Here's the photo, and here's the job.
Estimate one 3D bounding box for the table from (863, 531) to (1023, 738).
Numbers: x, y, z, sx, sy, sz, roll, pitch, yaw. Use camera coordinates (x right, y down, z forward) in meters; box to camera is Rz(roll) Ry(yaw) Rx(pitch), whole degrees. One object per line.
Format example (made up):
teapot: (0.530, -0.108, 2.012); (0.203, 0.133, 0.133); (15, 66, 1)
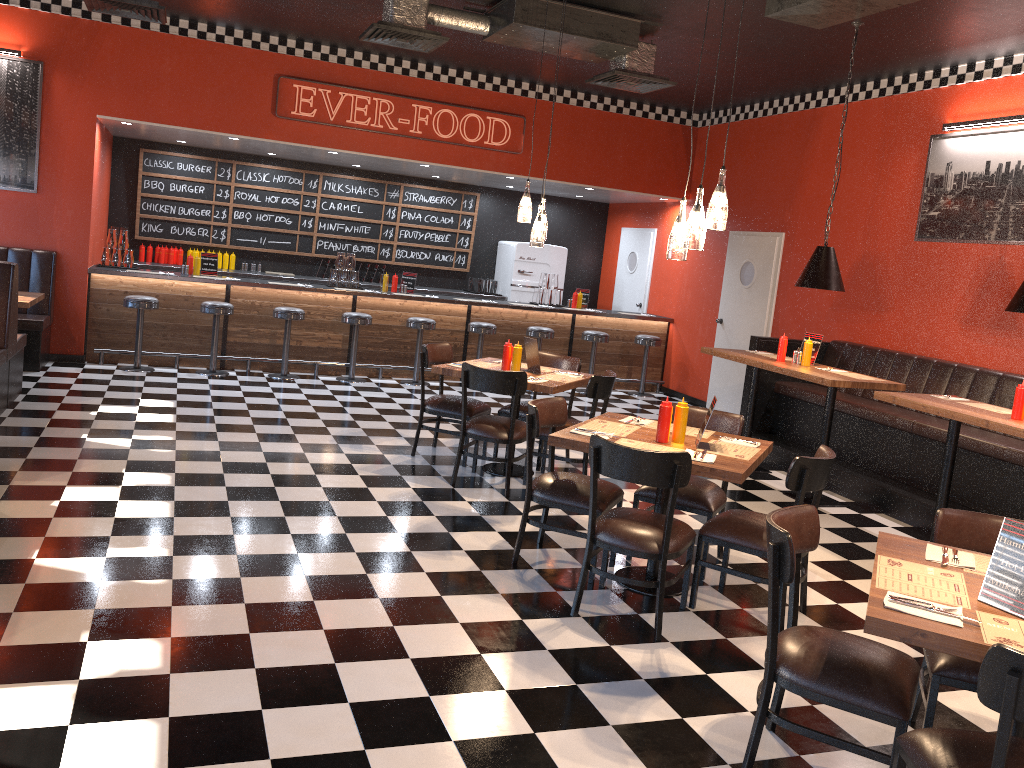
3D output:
table: (1.567, 1.052, 2.727); (0.962, 0.770, 0.959); (10, 8, 24)

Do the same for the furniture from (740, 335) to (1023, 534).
furniture: (4.217, 0.879, 4.549); (1.103, 1.143, 8.813); (4, 9, -21)

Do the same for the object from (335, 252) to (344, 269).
object: (-2.071, -1.483, 10.661); (0.105, 0.208, 0.105); (9, 7, 24)

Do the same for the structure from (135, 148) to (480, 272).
structure: (-2.670, -2.315, 12.129); (4.538, 1.141, 0.201); (3, 7, -21)

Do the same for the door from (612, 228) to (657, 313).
door: (1.692, -1.178, 12.887); (0.161, 2.169, 1.032); (4, 7, -21)

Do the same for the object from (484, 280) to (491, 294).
object: (-0.355, -1.385, 12.674); (0.105, 0.208, 0.105); (9, 7, 24)

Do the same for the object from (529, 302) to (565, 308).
object: (0.462, -1.042, 11.633); (0.436, 0.018, 0.274); (3, 9, -21)

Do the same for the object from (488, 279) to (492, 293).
object: (-0.322, -1.428, 12.982); (0.105, 0.208, 0.105); (9, 7, 24)

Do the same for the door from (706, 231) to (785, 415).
door: (2.665, -0.677, 10.280); (0.161, 2.169, 1.032); (4, 7, -21)

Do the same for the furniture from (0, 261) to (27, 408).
furniture: (-4.820, -0.480, 6.951); (1.707, 1.149, 0.710); (3, 7, -21)

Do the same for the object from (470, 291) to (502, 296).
object: (-0.370, -1.296, 12.710); (0.436, 0.018, 0.274); (3, 9, -21)

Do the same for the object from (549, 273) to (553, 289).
object: (0.513, -1.350, 11.662); (0.105, 0.208, 0.105); (9, 7, 24)

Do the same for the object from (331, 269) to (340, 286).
object: (-2.105, -1.263, 10.581); (0.105, 0.208, 0.105); (9, 7, 24)

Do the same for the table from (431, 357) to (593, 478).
table: (0.007, 0.282, 6.695); (0.959, 0.770, 0.962); (10, 8, 24)

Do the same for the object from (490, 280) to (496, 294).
object: (-0.264, -1.390, 12.775); (0.105, 0.208, 0.105); (9, 7, 24)

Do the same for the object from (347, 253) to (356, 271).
object: (-1.921, -1.459, 10.609); (0.105, 0.208, 0.105); (9, 7, 24)

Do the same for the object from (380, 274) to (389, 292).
object: (-1.538, -1.209, 10.647); (0.105, 0.208, 0.105); (9, 7, 24)

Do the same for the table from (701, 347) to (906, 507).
table: (2.243, 0.328, 7.261); (0.695, 0.995, 1.702); (4, 8, -21)

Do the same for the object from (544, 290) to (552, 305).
object: (0.479, -1.127, 11.562); (0.105, 0.208, 0.105); (9, 7, 24)

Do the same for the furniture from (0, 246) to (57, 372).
furniture: (-5.407, -0.782, 8.522); (1.707, 1.149, 0.710); (3, 7, -21)

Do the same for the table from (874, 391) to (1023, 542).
table: (2.978, 0.706, 5.294); (0.695, 0.995, 1.702); (4, 8, -21)

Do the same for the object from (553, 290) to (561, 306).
object: (0.595, -1.120, 11.598); (0.105, 0.208, 0.105); (9, 7, 24)

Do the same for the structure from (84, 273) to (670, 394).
structure: (-1.208, -0.479, 10.568); (7.033, 1.035, 0.217); (3, 7, -21)

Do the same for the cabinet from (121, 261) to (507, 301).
cabinet: (-2.698, -0.940, 12.067); (5.279, 0.994, 0.679); (3, 8, -21)

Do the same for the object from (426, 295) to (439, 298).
object: (-0.967, -1.062, 10.725); (0.157, 0.019, 0.256); (5, 9, -6)

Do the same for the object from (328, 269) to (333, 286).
object: (-2.156, -1.284, 10.680); (0.105, 0.208, 0.105); (9, 7, 24)

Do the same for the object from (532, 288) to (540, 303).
object: (0.322, -1.155, 11.630); (0.105, 0.208, 0.105); (9, 7, 24)

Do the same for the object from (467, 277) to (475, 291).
object: (-0.605, -1.457, 12.972); (0.105, 0.208, 0.105); (9, 7, 24)

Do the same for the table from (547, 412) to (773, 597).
table: (0.770, 0.668, 4.693); (0.962, 0.770, 0.959); (10, 8, 24)

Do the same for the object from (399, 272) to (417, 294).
object: (-1.275, -1.241, 10.886); (0.188, 0.256, 0.072); (8, 6, 14)

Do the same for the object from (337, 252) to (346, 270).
object: (-2.035, -1.466, 10.578); (0.105, 0.208, 0.105); (9, 7, 24)

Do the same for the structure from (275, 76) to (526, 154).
structure: (-1.207, -3.037, 10.095); (2.872, 0.436, 0.122); (3, 7, -21)

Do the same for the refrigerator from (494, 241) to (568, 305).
refrigerator: (0.221, -1.171, 13.025); (0.802, 1.795, 0.855); (4, 7, -21)

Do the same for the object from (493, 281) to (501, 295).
object: (-0.218, -1.369, 12.670); (0.105, 0.208, 0.105); (9, 7, 24)

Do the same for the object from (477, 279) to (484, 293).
object: (-0.450, -1.382, 12.585); (0.105, 0.208, 0.105); (9, 7, 24)

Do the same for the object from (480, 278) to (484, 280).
object: (-0.476, -1.452, 13.032); (0.105, 0.208, 0.105); (9, 7, 24)

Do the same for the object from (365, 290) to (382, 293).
object: (-1.650, -1.102, 10.489); (0.157, 0.019, 0.256); (2, 9, -25)

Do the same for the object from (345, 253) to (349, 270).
object: (-1.965, -1.479, 10.711); (0.105, 0.208, 0.105); (9, 7, 24)

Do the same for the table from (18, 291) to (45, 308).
table: (-5.123, -0.442, 7.749); (1.690, 0.770, 0.962); (3, 8, -21)

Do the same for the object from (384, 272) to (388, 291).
object: (-1.540, -1.249, 10.807); (0.068, 0.237, 0.068); (5, 6, -8)

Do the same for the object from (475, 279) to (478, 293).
object: (-0.476, -1.401, 12.690); (0.105, 0.208, 0.105); (9, 7, 24)

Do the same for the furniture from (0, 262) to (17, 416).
furniture: (-4.576, -0.355, 6.296); (1.707, 1.149, 0.710); (3, 7, -21)

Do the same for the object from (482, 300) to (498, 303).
object: (-0.280, -1.032, 11.028); (0.157, 0.019, 0.256); (3, 9, -20)

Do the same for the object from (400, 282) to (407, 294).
object: (-1.316, -1.169, 10.792); (0.094, 0.135, 0.047); (10, 7, 29)

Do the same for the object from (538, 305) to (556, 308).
object: (0.436, -0.995, 11.307); (0.157, 0.019, 0.256); (2, 9, -25)

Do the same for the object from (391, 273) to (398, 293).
object: (-1.430, -1.238, 10.815); (0.068, 0.237, 0.068); (5, 6, -8)

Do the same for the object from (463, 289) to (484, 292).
object: (-0.483, -1.350, 12.989); (0.436, 0.018, 0.274); (3, 9, -21)

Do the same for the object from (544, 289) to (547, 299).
object: (0.434, -1.147, 11.660); (0.105, 0.208, 0.105); (9, 7, 24)

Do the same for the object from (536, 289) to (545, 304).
object: (0.373, -1.134, 11.532); (0.105, 0.208, 0.105); (9, 7, 24)

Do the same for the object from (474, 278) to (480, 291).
object: (-0.509, -1.435, 12.896); (0.105, 0.208, 0.105); (9, 7, 24)

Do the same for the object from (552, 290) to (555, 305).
object: (0.544, -1.141, 11.703); (0.105, 0.208, 0.105); (9, 7, 24)
